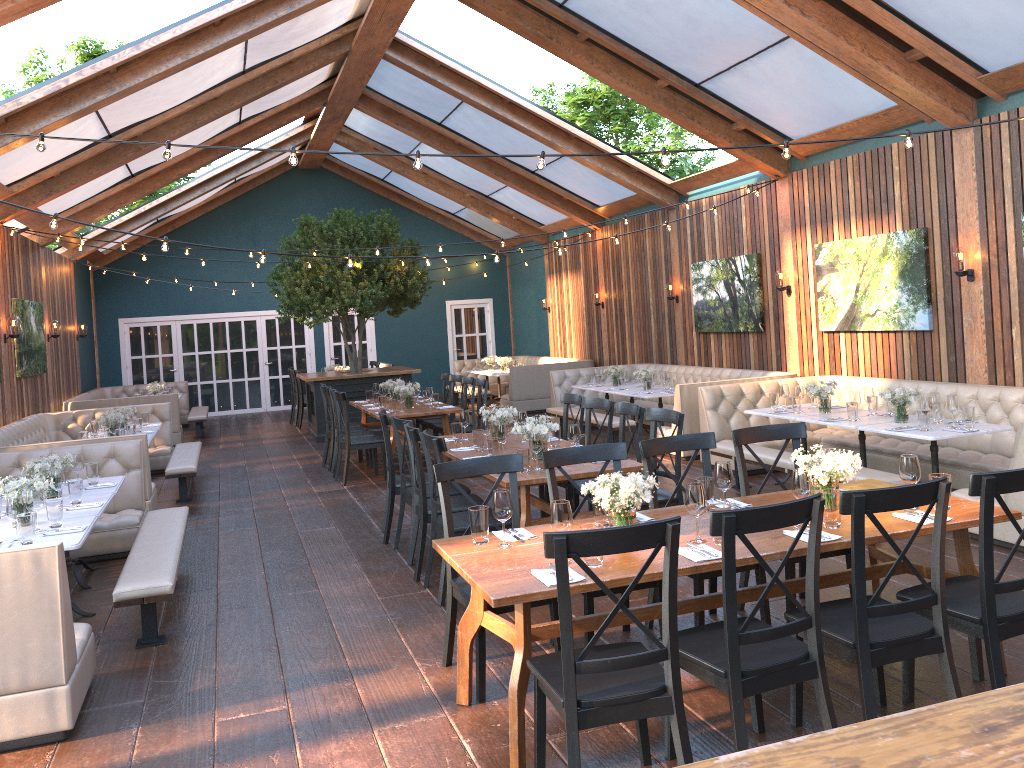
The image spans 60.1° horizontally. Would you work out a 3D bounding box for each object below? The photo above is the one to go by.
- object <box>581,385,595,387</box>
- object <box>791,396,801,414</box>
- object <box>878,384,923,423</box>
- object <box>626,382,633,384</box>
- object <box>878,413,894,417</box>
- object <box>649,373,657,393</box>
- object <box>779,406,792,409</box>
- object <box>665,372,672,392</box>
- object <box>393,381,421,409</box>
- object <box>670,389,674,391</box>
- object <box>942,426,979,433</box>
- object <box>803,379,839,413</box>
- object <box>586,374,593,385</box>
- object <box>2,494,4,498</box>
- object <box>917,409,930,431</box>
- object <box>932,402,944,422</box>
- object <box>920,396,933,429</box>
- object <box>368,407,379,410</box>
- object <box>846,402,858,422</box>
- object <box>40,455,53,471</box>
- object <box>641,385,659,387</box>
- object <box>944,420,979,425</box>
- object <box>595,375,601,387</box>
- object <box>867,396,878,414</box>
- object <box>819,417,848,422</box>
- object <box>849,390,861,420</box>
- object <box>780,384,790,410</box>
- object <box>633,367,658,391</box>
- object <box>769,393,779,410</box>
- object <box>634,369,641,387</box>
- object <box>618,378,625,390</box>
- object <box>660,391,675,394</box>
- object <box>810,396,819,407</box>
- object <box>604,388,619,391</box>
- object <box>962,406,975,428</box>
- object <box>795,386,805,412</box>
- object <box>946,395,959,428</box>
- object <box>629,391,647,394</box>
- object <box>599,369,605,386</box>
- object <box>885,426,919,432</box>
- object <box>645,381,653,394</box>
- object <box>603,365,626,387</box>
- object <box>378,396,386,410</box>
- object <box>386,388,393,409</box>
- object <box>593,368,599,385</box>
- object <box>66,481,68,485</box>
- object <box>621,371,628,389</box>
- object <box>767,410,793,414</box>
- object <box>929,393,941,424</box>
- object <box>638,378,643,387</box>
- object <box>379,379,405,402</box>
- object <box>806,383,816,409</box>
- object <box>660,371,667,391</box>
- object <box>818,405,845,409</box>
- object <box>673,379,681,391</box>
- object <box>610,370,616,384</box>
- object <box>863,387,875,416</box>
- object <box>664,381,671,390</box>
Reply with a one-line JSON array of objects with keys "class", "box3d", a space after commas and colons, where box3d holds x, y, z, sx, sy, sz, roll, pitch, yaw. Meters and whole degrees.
[{"class": "object", "box3d": [1.127, 0.026, 12.611, 0.255, 0.019, 0.157, -5, 4, -18]}, {"class": "object", "box3d": [2.629, 0.193, 8.175, 0.092, 0.158, 0.092, -4, 2, -32]}, {"class": "object", "box3d": [3.164, 0.157, 7.206, 0.330, 0.309, 0.336, -6, 3, -44]}, {"class": "object", "box3d": [1.622, -0.014, 12.731, 0.255, 0.019, 0.157, -5, 4, -18]}, {"class": "object", "box3d": [3.282, 0.260, 7.670, 0.255, 0.019, 0.157, -5, 4, -18]}, {"class": "object", "box3d": [1.763, -0.012, 11.070, 0.092, 0.244, 0.092, -4, 1, -15]}, {"class": "object", "box3d": [2.680, 0.224, 8.658, 0.157, 0.019, 0.255, -5, 4, -18]}, {"class": "object", "box3d": [1.962, -0.024, 11.068, 0.092, 0.244, 0.092, -3, 1, 30]}, {"class": "object", "box3d": [-1.235, 0.130, 10.446, 0.328, 0.309, 0.337, -3, 3, 19]}, {"class": "object", "box3d": [2.105, 0.066, 11.257, 0.255, 0.019, 0.157, -5, 4, -18]}, {"class": "object", "box3d": [3.333, 0.336, 6.610, 0.157, 0.019, 0.255, -5, 4, -18]}, {"class": "object", "box3d": [2.848, 0.109, 8.105, 0.329, 0.309, 0.337, -3, 2, 4]}, {"class": "object", "box3d": [1.130, -0.063, 12.861, 0.092, 0.158, 0.092, -4, 2, -32]}, {"class": "object", "box3d": [-3.515, 0.781, 6.327, 0.255, 0.019, 0.157, -5, 4, -18]}, {"class": "object", "box3d": [3.113, 0.274, 6.682, 0.092, 0.158, 0.092, -4, 2, -32]}, {"class": "object", "box3d": [3.415, 0.225, 7.093, 0.092, 0.158, 0.092, -4, 2, -32]}, {"class": "object", "box3d": [3.173, 0.221, 6.771, 0.092, 0.244, 0.092, -3, 1, 24]}, {"class": "object", "box3d": [-1.604, 0.287, 10.605, 0.255, 0.019, 0.157, -5, 4, -18]}, {"class": "object", "box3d": [2.862, 0.234, 7.438, 0.092, 0.158, 0.092, -4, 2, -32]}, {"class": "object", "box3d": [-3.426, 0.649, 6.513, 0.092, 0.244, 0.092, -3, 1, 30]}, {"class": "object", "box3d": [1.871, 0.027, 11.970, 0.255, 0.019, 0.157, -5, 4, -18]}, {"class": "object", "box3d": [3.515, 0.299, 6.957, 0.255, 0.019, 0.157, -5, 4, -18]}, {"class": "object", "box3d": [1.219, -0.040, 12.475, 0.092, 0.158, 0.092, -4, 2, -32]}, {"class": "object", "box3d": [3.181, 0.187, 7.806, 0.092, 0.158, 0.092, -4, 2, -32]}, {"class": "object", "box3d": [2.771, 0.299, 7.574, 0.255, 0.019, 0.157, -5, 4, -18]}, {"class": "object", "box3d": [2.923, 0.180, 7.527, 0.092, 0.244, 0.092, -3, 1, 24]}, {"class": "object", "box3d": [2.627, 0.126, 8.498, 0.092, 0.244, 0.092, -3, 1, 30]}, {"class": "object", "box3d": [1.750, -0.075, 11.499, 0.336, 0.309, 0.329, -4, 2, -1]}, {"class": "object", "box3d": [2.540, 0.170, 8.561, 0.092, 0.158, 0.092, -4, 2, -32]}, {"class": "object", "box3d": [1.705, -0.078, 12.016, 0.092, 0.244, 0.092, -3, 1, 30]}, {"class": "object", "box3d": [1.452, 0.001, 11.738, 0.092, 0.158, 0.092, -4, 2, -32]}, {"class": "object", "box3d": [1.922, 0.103, 10.910, 0.157, 0.019, 0.255, -5, 4, -18]}, {"class": "object", "box3d": [2.933, 0.145, 8.567, 0.092, 0.158, 0.092, -4, 2, -32]}, {"class": "object", "box3d": [1.360, 0.066, 11.874, 0.255, 0.019, 0.157, -5, 4, -18]}, {"class": "object", "box3d": [3.464, 0.251, 6.706, 0.092, 0.158, 0.092, -4, 2, -32]}, {"class": "object", "box3d": [2.690, 0.140, 8.264, 0.092, 0.244, 0.092, -3, 1, 30]}, {"class": "object", "box3d": [3.372, 0.209, 6.769, 0.092, 0.244, 0.092, -3, 1, 24]}, {"class": "object", "box3d": [1.611, 0.107, 11.118, 0.255, 0.019, 0.157, -5, 4, -18]}, {"class": "object", "box3d": [1.279, -0.093, 12.564, 0.092, 0.244, 0.092, -3, 1, 30]}, {"class": "object", "box3d": [3.021, 0.340, 6.818, 0.255, 0.019, 0.157, -5, 4, -18]}, {"class": "object", "box3d": [1.702, 0.042, 10.982, 0.092, 0.158, 0.092, -4, 2, -32]}, {"class": "object", "box3d": [1.451, -0.125, 12.411, 0.336, 0.309, 0.329, -4, 2, -6]}, {"class": "object", "box3d": [-1.532, 0.225, 10.439, 0.092, 0.158, 0.092, -3, 1, 8]}, {"class": "object", "box3d": [-1.461, 0.168, 10.562, 0.092, 0.244, 0.092, -4, 1, -15]}, {"class": "object", "box3d": [1.216, -0.106, 12.798, 0.092, 0.244, 0.092, -3, 1, 30]}, {"class": "object", "box3d": [-3.372, 0.747, 6.674, 0.157, 0.019, 0.255, -5, 4, -18]}, {"class": "object", "box3d": [1.512, -0.052, 11.827, 0.092, 0.244, 0.092, -3, 1, 30]}, {"class": "object", "box3d": [2.538, 0.259, 8.312, 0.255, 0.019, 0.157, -5, 4, -18]}, {"class": "object", "box3d": [3.349, 0.193, 7.003, 0.092, 0.244, 0.092, -3, 1, 24]}, {"class": "object", "box3d": [1.771, -0.046, 12.106, 0.092, 0.158, 0.092, -4, 2, -32]}, {"class": "object", "box3d": [-1.534, 0.074, 11.452, 0.337, 0.309, 0.329, -5, 3, -22]}, {"class": "object", "box3d": [2.867, 0.113, 8.477, 0.092, 0.244, 0.092, -3, 1, 30]}, {"class": "object", "box3d": [1.938, -0.040, 11.303, 0.092, 0.244, 0.092, -3, 1, 30]}, {"class": "object", "box3d": [3.033, 0.219, 8.431, 0.255, 0.019, 0.157, -5, 4, -18]}, {"class": "object", "box3d": [2.054, 0.018, 11.005, 0.091, 0.158, 0.092, -3, 1, 18]}, {"class": "object", "box3d": [1.456, -0.120, 12.777, 0.092, 0.244, 0.092, -3, 1, 30]}, {"class": "object", "box3d": [3.116, 0.154, 7.716, 0.092, 0.244, 0.092, -3, 1, 24]}, {"class": "object", "box3d": [2.004, -0.008, 11.392, 0.092, 0.158, 0.092, -4, 2, -32]}]
